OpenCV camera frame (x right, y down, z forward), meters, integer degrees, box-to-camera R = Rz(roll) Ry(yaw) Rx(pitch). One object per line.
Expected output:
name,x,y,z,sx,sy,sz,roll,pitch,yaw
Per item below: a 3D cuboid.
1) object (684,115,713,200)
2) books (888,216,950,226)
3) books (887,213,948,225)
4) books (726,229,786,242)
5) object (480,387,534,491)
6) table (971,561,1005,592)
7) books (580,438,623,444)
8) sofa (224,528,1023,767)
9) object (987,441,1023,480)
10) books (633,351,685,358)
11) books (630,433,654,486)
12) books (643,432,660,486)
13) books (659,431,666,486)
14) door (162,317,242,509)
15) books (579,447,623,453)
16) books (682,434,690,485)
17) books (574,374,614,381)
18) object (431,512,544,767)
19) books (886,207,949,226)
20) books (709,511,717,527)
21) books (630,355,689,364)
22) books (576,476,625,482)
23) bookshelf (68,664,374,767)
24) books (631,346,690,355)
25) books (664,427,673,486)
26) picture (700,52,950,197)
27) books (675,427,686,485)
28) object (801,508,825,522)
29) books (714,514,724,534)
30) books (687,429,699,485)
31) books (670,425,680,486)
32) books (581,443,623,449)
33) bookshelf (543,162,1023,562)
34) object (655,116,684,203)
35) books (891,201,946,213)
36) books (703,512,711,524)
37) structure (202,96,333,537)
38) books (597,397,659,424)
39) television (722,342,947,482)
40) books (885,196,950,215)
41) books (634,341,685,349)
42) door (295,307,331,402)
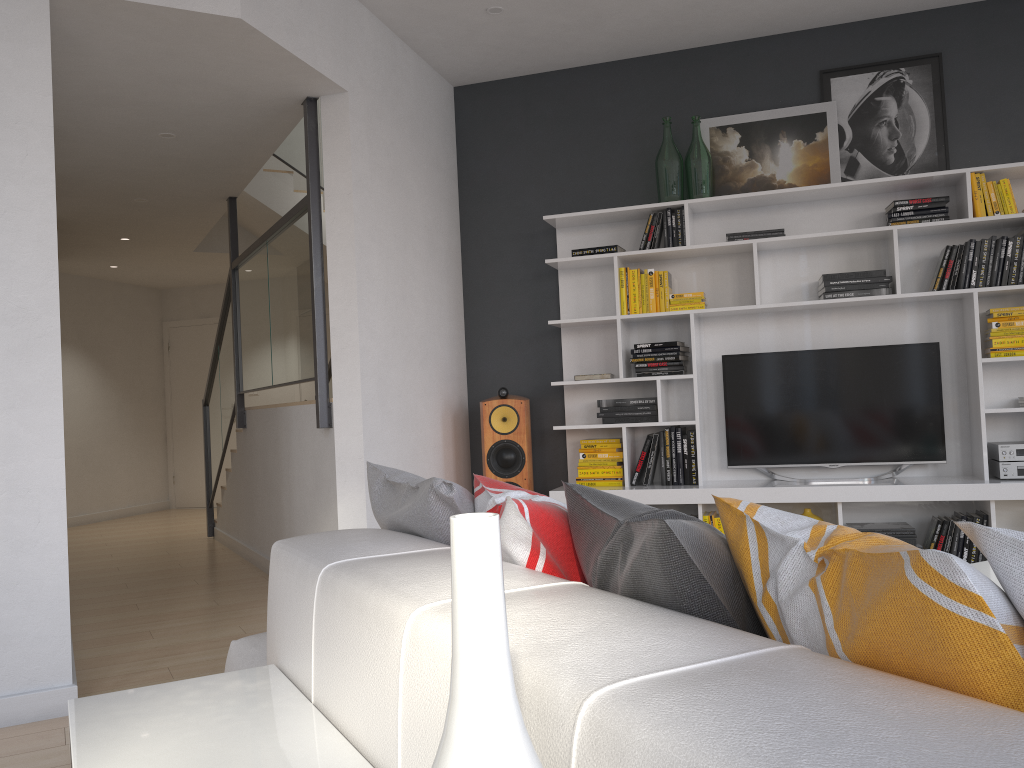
object,1.046,-1.255,4.984,0.157,0.507,0.157,-4,-2,31
books,2.110,-0.826,4.617,0.284,0.030,0.214,-3,-2,21
books,2.108,-0.851,4.622,0.264,0.020,0.189,-3,-2,16
books,1.327,-0.792,4.856,0.310,0.047,0.250,-3,-2,13
object,-0.018,0.564,5.202,0.290,1.088,0.434,-3,-1,2
table,1.743,0.719,2.196,1.091,0.435,1.091,-2,-2,-28
books,0.532,0.330,5.141,0.234,0.024,0.171,-3,-2,21
sofa,1.188,0.587,1.389,2.614,0.732,3.424,-2,-2,-28
object,2.567,0.379,4.432,0.285,0.174,0.270,-3,-2,17
books,0.831,-0.162,5.004,0.264,0.020,0.189,-3,-2,21
books,0.754,0.426,5.037,0.142,0.284,0.232,-3,-2,17
books,0.797,0.420,5.005,0.100,0.289,0.210,-3,-2,16
books,0.860,0.413,4.987,0.028,0.301,0.213,-3,-2,17
door,-3.443,0.332,9.936,1.031,2.136,0.085,-3,-2,17
books,0.530,0.379,5.120,0.238,0.023,0.167,-4,-2,33
books,0.983,0.418,4.951,0.028,0.272,0.200,-3,-2,17
books,0.477,-0.036,5.102,0.209,0.030,0.266,-3,-2,11
object,0.014,0.287,0.535,0.319,0.398,0.316,-3,-1,-4
books,2.116,-0.877,4.640,0.284,0.030,0.214,-3,-2,21
books,1.101,0.830,4.786,0.048,0.271,0.213,-3,-2,17
books,0.833,-0.137,5.000,0.284,0.030,0.214,-3,-2,26
books,0.527,0.539,5.102,0.269,0.025,0.213,-3,-2,20
bookshelf,-0.001,0.735,0.467,0.356,0.500,2.600,-2,-2,-28
books,0.841,-0.187,5.022,0.284,0.030,0.214,-3,-2,26
books,0.892,0.404,4.983,0.034,0.314,0.237,-3,-2,17
picture,1.693,-1.384,4.891,1.279,0.707,0.076,-3,-2,17
books,0.952,0.400,4.968,0.034,0.315,0.239,-3,-2,17
object,1.556,0.782,4.648,0.185,0.257,0.185,-3,-1,-5
books,1.137,0.835,4.781,0.066,0.258,0.198,-3,-2,17
books,1.021,0.405,4.941,0.051,0.297,0.230,-3,-2,17
books,0.924,0.396,4.977,0.026,0.326,0.237,-3,-2,17
books,0.536,0.354,5.115,0.234,0.024,0.171,-3,-2,21
bookshelf,1.677,-0.012,4.663,3.000,2.052,0.455,-3,-2,17
object,0.881,-1.248,4.976,0.157,0.507,0.157,-4,-2,31
books,2.110,-0.905,4.614,0.246,0.026,0.180,-3,-2,20
books,1.058,0.832,4.778,0.029,0.270,0.204,-3,-2,17
structure,-0.675,-1.008,6.720,2.823,4.339,4.190,-2,-2,-28
books,0.677,0.152,5.072,0.343,0.137,0.277,-3,-2,17
television,1.711,0.163,4.766,1.102,0.704,0.207,-3,-2,17
books,2.109,-0.932,4.627,0.266,0.030,0.209,-3,-2,11
books,0.832,-0.216,4.996,0.246,0.026,0.180,-3,-2,25
door,-1.874,0.245,9.445,0.974,2.136,0.085,-3,-2,17
